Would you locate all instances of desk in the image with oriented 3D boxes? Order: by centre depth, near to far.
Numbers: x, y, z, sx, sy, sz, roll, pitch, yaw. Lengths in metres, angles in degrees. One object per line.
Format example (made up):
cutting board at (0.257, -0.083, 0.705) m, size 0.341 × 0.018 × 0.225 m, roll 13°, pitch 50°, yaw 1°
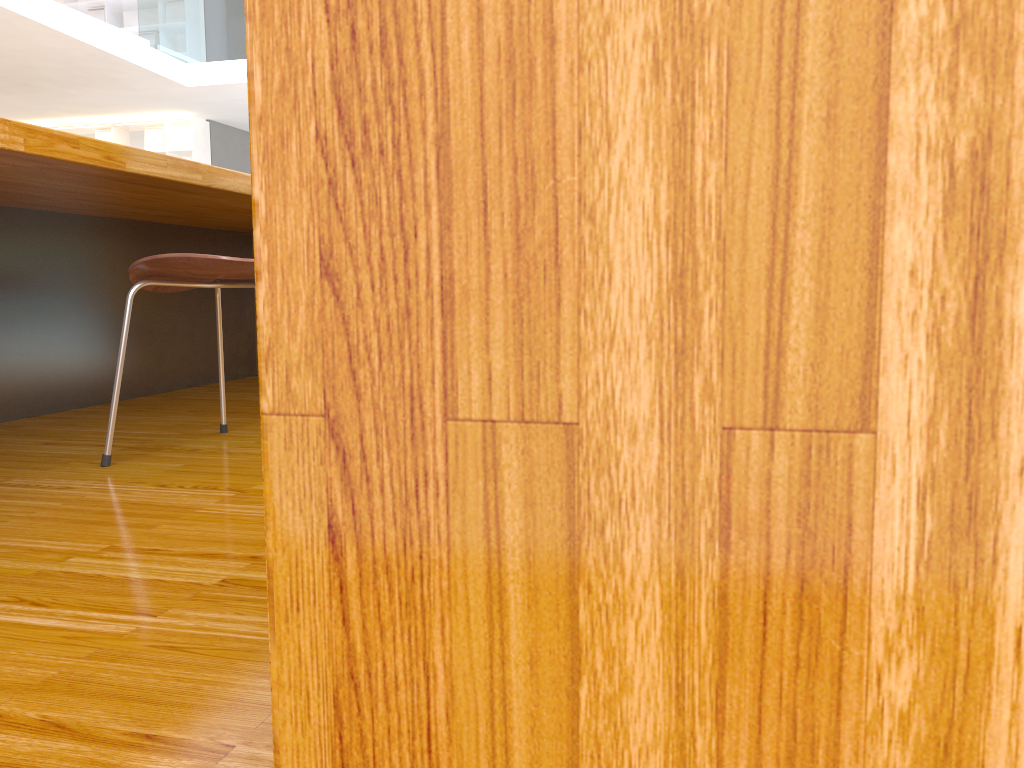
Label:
desk at (0.692, -0.139, 1.528) m, size 0.760 × 0.606 × 3.356 m, roll 1°, pitch 6°, yaw 14°
desk at (-1.295, 0.039, 1.969) m, size 1.248 × 1.022 × 3.216 m, roll 1°, pitch 6°, yaw 14°

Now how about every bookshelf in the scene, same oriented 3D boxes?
bookshelf at (-5.069, -4.228, 10.420) m, size 2.984 × 1.836 × 0.498 m, roll 1°, pitch 6°, yaw 14°
bookshelf at (-5.053, -2.193, 10.639) m, size 2.984 × 1.836 × 0.498 m, roll 1°, pitch 6°, yaw 14°

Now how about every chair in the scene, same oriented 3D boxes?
chair at (-0.561, -0.204, 1.825) m, size 0.381 × 0.693 × 0.428 m, roll 1°, pitch 6°, yaw 14°

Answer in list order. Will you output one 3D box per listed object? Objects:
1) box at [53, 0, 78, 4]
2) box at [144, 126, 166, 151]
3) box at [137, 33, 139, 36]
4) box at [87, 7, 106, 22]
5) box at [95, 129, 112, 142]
box at (-5.358, -4.582, 10.527) m, size 0.245 × 0.296 × 0.274 m, roll 1°, pitch 6°, yaw 14°
box at (-4.145, -2.851, 10.405) m, size 0.245 × 0.296 × 0.274 m, roll 1°, pitch 6°, yaw 14°
box at (-4.192, -3.907, 10.301) m, size 0.245 × 0.296 × 0.274 m, roll 1°, pitch 6°, yaw 14°
box at (-4.834, -4.246, 10.429) m, size 0.245 × 0.296 × 0.274 m, roll 1°, pitch 6°, yaw 14°
box at (-4.802, -2.865, 10.570) m, size 0.245 × 0.296 × 0.274 m, roll 1°, pitch 6°, yaw 14°
